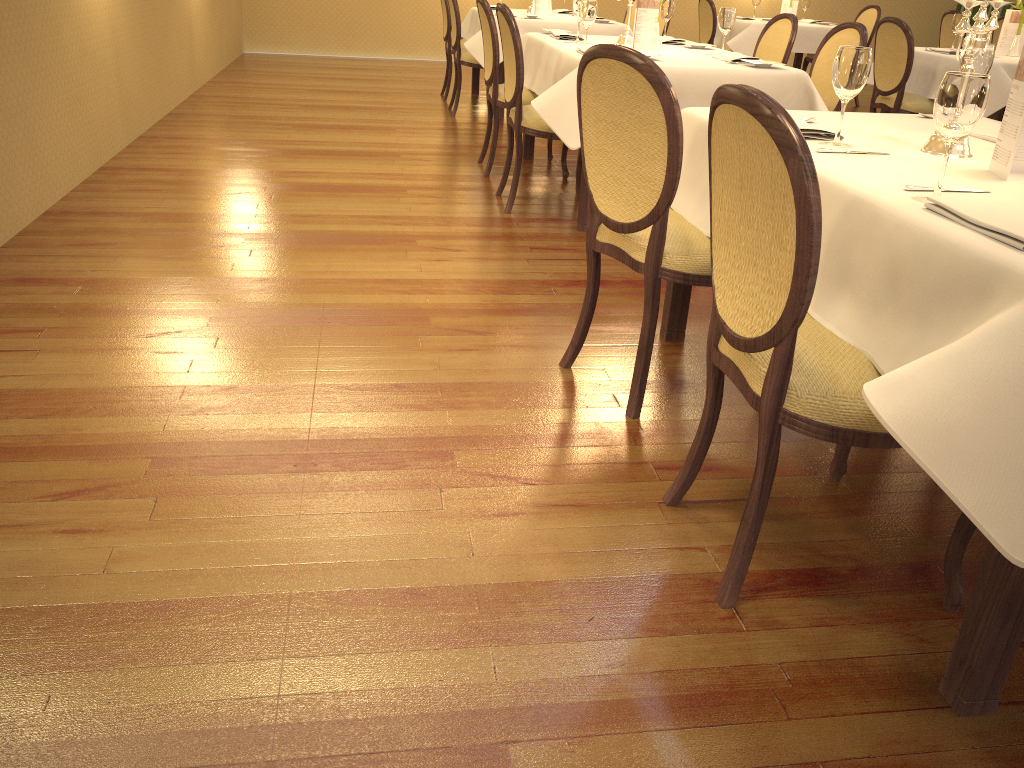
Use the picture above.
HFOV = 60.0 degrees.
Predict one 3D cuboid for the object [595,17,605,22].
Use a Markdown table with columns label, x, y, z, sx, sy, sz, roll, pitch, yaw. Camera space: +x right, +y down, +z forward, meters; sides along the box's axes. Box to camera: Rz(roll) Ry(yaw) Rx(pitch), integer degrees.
| label | x | y | z | sx | sy | sz | roll | pitch | yaw |
| --- | --- | --- | --- | --- | --- | --- | --- | --- | --- |
| object | 0.630 | -2.875 | 6.980 | 0.142 | 0.033 | 0.273 | -1 | 26 | -9 |

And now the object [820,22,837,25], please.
| label | x | y | z | sx | sy | sz | roll | pitch | yaw |
| --- | --- | --- | --- | --- | --- | --- | --- | --- | --- |
| object | 3.054 | -3.504 | 8.629 | 0.160 | 0.024 | 0.160 | -1 | 26 | -9 |

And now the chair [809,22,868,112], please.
| label | x | y | z | sx | sy | sz | roll | pitch | yaw |
| --- | --- | --- | --- | --- | --- | --- | --- | --- | --- |
| chair | 1.420 | -1.363 | 4.567 | 0.571 | 0.955 | 0.530 | -1 | 26 | -9 |

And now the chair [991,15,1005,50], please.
| label | x | y | z | sx | sy | sz | roll | pitch | yaw |
| --- | --- | --- | --- | --- | --- | --- | --- | --- | --- |
| chair | 4.686 | -2.883 | 8.204 | 0.571 | 0.955 | 0.530 | -1 | 26 | -9 |

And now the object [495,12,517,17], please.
| label | x | y | z | sx | sy | sz | roll | pitch | yaw |
| --- | --- | --- | --- | --- | --- | --- | --- | --- | --- |
| object | -0.048 | -2.855 | 6.862 | 0.142 | 0.024 | 0.273 | -1 | 26 | -9 |

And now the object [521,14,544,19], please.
| label | x | y | z | sx | sy | sz | roll | pitch | yaw |
| --- | --- | --- | --- | --- | --- | --- | --- | --- | --- |
| object | 0.154 | -2.814 | 6.797 | 0.160 | 0.024 | 0.160 | -1 | 26 | -9 |

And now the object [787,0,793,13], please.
| label | x | y | z | sx | sy | sz | roll | pitch | yaw |
| --- | --- | --- | --- | --- | --- | --- | --- | --- | --- |
| object | 2.732 | -3.780 | 8.760 | 0.163 | 0.375 | 0.076 | -12 | 29 | -30 |

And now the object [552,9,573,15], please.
| label | x | y | z | sx | sy | sz | roll | pitch | yaw |
| --- | --- | --- | --- | --- | --- | --- | --- | --- | --- |
| object | 0.450 | -3.291 | 7.838 | 0.142 | 0.033 | 0.273 | -1 | 26 | -9 |

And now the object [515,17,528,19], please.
| label | x | y | z | sx | sy | sz | roll | pitch | yaw |
| --- | --- | --- | --- | --- | --- | --- | --- | --- | --- |
| object | 0.037 | -2.760 | 6.677 | 0.181 | 0.015 | 0.038 | 0 | 25 | -8 |

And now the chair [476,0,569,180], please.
| label | x | y | z | sx | sy | sz | roll | pitch | yaw |
| --- | --- | --- | --- | --- | --- | --- | --- | --- | --- |
| chair | 0.061 | -1.728 | 5.168 | 0.571 | 0.955 | 0.530 | -1 | 26 | -9 |

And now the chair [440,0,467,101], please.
| label | x | y | z | sx | sy | sz | roll | pitch | yaw |
| --- | --- | --- | --- | --- | --- | --- | --- | --- | --- |
| chair | -0.387 | -3.025 | 7.858 | 0.571 | 0.955 | 0.530 | -1 | 26 | -9 |

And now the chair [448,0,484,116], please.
| label | x | y | z | sx | sy | sz | roll | pitch | yaw |
| --- | --- | --- | --- | --- | --- | --- | --- | --- | --- |
| chair | -0.262 | -2.663 | 7.108 | 0.571 | 0.955 | 0.530 | -1 | 26 | -9 |

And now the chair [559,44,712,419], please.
| label | x | y | z | sx | sy | sz | roll | pitch | yaw |
| --- | --- | --- | --- | --- | --- | --- | --- | --- | --- |
| chair | 0.458 | -0.451 | 2.513 | 0.571 | 0.955 | 0.530 | -10 | 29 | -27 |

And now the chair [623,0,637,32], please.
| label | x | y | z | sx | sy | sz | roll | pitch | yaw |
| --- | --- | --- | --- | --- | --- | --- | --- | --- | --- |
| chair | 0.857 | -2.991 | 7.945 | 0.571 | 0.955 | 0.530 | -1 | 26 | -9 |

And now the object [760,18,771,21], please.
| label | x | y | z | sx | sy | sz | roll | pitch | yaw |
| --- | --- | --- | --- | --- | --- | --- | --- | --- | --- |
| object | 2.500 | -3.585 | 8.730 | 0.160 | 0.024 | 0.160 | -1 | 26 | -9 |

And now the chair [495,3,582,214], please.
| label | x | y | z | sx | sy | sz | roll | pitch | yaw |
| --- | --- | --- | --- | --- | --- | --- | --- | --- | --- |
| chair | 0.186 | -1.366 | 4.418 | 0.571 | 0.955 | 0.530 | -1 | 26 | -9 |

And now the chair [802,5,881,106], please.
| label | x | y | z | sx | sy | sz | roll | pitch | yaw |
| --- | --- | --- | --- | --- | --- | --- | --- | --- | --- |
| chair | 3.344 | -3.355 | 9.033 | 0.571 | 0.955 | 0.530 | -1 | 26 | -9 |

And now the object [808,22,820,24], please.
| label | x | y | z | sx | sy | sz | roll | pitch | yaw |
| --- | --- | --- | --- | --- | --- | --- | --- | --- | --- |
| object | 2.994 | -3.544 | 8.715 | 0.181 | 0.015 | 0.038 | 0 | 25 | -8 |

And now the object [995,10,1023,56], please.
| label | x | y | z | sx | sy | sz | roll | pitch | yaw |
| --- | --- | --- | --- | --- | --- | --- | --- | --- | --- |
| object | 3.308 | -2.305 | 5.827 | 0.166 | 0.277 | 0.081 | 21 | 30 | 33 |

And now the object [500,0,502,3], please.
| label | x | y | z | sx | sy | sz | roll | pitch | yaw |
| --- | --- | --- | --- | --- | --- | --- | --- | --- | --- |
| object | -0.084 | -3.031 | 6.984 | 0.088 | 0.229 | 0.088 | 22 | 31 | 34 |

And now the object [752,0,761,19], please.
| label | x | y | z | sx | sy | sz | roll | pitch | yaw |
| --- | --- | --- | --- | --- | --- | --- | --- | --- | --- |
| object | 2.483 | -3.845 | 9.035 | 0.088 | 0.229 | 0.088 | 22 | 31 | 34 |

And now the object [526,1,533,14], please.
| label | x | y | z | sx | sy | sz | roll | pitch | yaw |
| --- | --- | --- | --- | --- | --- | --- | --- | --- | --- |
| object | 0.194 | -3.442 | 7.399 | 0.131 | 0.655 | 0.390 | 14 | 27 | 22 |

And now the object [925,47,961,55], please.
| label | x | y | z | sx | sy | sz | roll | pitch | yaw |
| --- | --- | --- | --- | --- | --- | --- | --- | --- | --- |
| object | 2.808 | -2.148 | 5.729 | 0.142 | 0.024 | 0.273 | -1 | 26 | -9 |

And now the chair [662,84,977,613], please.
| label | x | y | z | sx | sy | sz | roll | pitch | yaw |
| --- | --- | --- | --- | --- | --- | --- | --- | --- | --- |
| chair | 0.629 | -0.082 | 1.754 | 0.571 | 0.955 | 0.530 | -1 | 26 | -9 |

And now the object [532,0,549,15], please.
| label | x | y | z | sx | sy | sz | roll | pitch | yaw |
| --- | --- | --- | --- | --- | --- | --- | --- | --- | --- |
| object | 0.217 | -3.172 | 7.269 | 0.166 | 0.277 | 0.081 | -15 | 31 | -34 |

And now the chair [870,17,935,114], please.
| label | x | y | z | sx | sy | sz | roll | pitch | yaw |
| --- | --- | --- | --- | --- | --- | --- | --- | --- | --- |
| chair | 2.620 | -1.881 | 5.818 | 0.571 | 0.955 | 0.530 | -1 | 26 | -9 |

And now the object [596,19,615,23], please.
| label | x | y | z | sx | sy | sz | roll | pitch | yaw |
| --- | --- | --- | --- | --- | --- | --- | --- | --- | --- |
| object | 0.700 | -2.757 | 6.746 | 0.160 | 0.024 | 0.160 | -1 | 26 | -9 |

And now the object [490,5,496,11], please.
| label | x | y | z | sx | sy | sz | roll | pitch | yaw |
| --- | --- | --- | --- | --- | --- | --- | --- | --- | --- |
| object | -0.138 | -3.267 | 7.714 | 0.142 | 0.033 | 0.273 | -1 | 26 | -9 |

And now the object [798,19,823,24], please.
| label | x | y | z | sx | sy | sz | roll | pitch | yaw |
| --- | --- | --- | --- | --- | --- | --- | --- | --- | --- |
| object | 2.985 | -3.622 | 8.863 | 0.142 | 0.033 | 0.273 | -1 | 26 | -9 |

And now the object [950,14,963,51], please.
| label | x | y | z | sx | sy | sz | roll | pitch | yaw |
| --- | --- | --- | --- | --- | --- | --- | --- | --- | --- |
| object | 2.993 | -2.367 | 5.970 | 0.088 | 0.229 | 0.088 | 22 | 31 | 34 |

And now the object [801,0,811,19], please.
| label | x | y | z | sx | sy | sz | roll | pitch | yaw |
| --- | --- | --- | --- | --- | --- | --- | --- | --- | --- |
| object | 2.971 | -3.801 | 9.005 | 0.088 | 0.229 | 0.088 | 22 | 31 | 34 |

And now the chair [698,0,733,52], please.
| label | x | y | z | sx | sy | sz | roll | pitch | yaw |
| --- | --- | --- | --- | --- | --- | --- | --- | --- | --- |
| chair | 2.110 | -3.359 | 8.883 | 0.571 | 0.955 | 0.530 | -1 | 26 | -9 |

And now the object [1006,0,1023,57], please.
| label | x | y | z | sx | sy | sz | roll | pitch | yaw |
| --- | --- | --- | --- | --- | --- | --- | --- | --- | --- |
| object | 3.243 | -2.303 | 5.695 | 0.163 | 0.375 | 0.076 | -12 | 29 | -30 |

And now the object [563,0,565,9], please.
| label | x | y | z | sx | sy | sz | roll | pitch | yaw |
| --- | --- | --- | --- | --- | --- | --- | --- | --- | --- |
| object | 0.476 | -3.475 | 7.996 | 0.088 | 0.229 | 0.088 | 22 | 31 | 34 |

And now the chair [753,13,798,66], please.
| label | x | y | z | sx | sy | sz | roll | pitch | yaw |
| --- | --- | --- | --- | --- | --- | --- | --- | --- | --- |
| chair | 1.305 | -1.694 | 5.256 | 0.571 | 0.955 | 0.530 | -1 | 26 | -9 |

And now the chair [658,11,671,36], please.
| label | x | y | z | sx | sy | sz | roll | pitch | yaw |
| --- | --- | --- | --- | --- | --- | --- | --- | --- | --- |
| chair | 0.972 | -2.659 | 7.257 | 0.571 | 0.955 | 0.530 | -1 | 26 | -9 |

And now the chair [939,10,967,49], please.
| label | x | y | z | sx | sy | sz | roll | pitch | yaw |
| --- | --- | --- | --- | --- | --- | --- | --- | --- | --- |
| chair | 4.563 | -3.242 | 8.949 | 0.571 | 0.955 | 0.530 | -1 | 26 | -9 |

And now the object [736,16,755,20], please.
| label | x | y | z | sx | sy | sz | roll | pitch | yaw |
| --- | --- | --- | --- | --- | --- | --- | --- | --- | --- |
| object | 2.298 | -3.626 | 8.794 | 0.142 | 0.024 | 0.273 | -1 | 26 | -9 |

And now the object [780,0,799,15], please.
| label | x | y | z | sx | sy | sz | roll | pitch | yaw |
| --- | --- | --- | --- | --- | --- | --- | --- | --- | --- |
| object | 2.798 | -3.783 | 8.892 | 0.166 | 0.277 | 0.081 | 21 | 30 | 33 |
